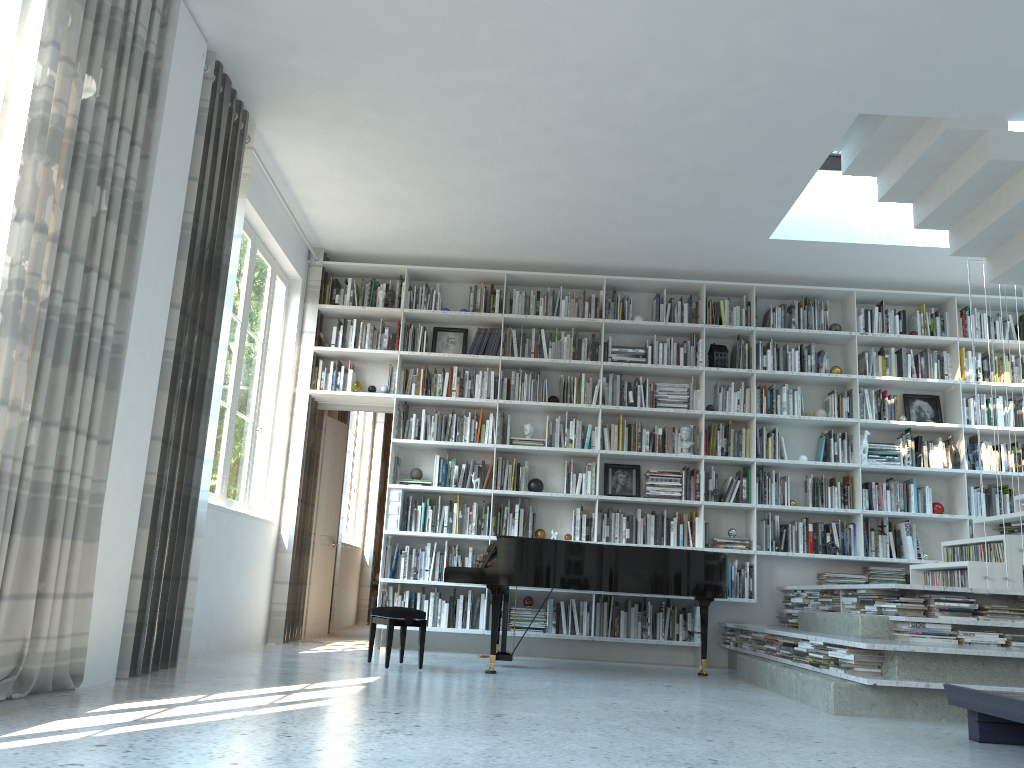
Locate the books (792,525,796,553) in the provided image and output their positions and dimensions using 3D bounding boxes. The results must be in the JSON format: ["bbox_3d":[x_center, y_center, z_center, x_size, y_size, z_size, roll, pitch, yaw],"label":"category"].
[{"bbox_3d":[2.264,1.266,7.195,0.024,0.227,0.160,3,-13,1],"label":"books"}]

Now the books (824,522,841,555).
[{"bbox_3d":[2.595,1.263,7.184,0.070,0.266,0.186,3,-13,1],"label":"books"}]

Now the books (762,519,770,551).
[{"bbox_3d":[2.048,1.233,7.180,0.023,0.261,0.187,3,-13,1],"label":"books"}]

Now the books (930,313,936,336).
[{"bbox_3d":[3.558,-0.462,7.559,0.018,0.234,0.186,3,-13,1],"label":"books"}]

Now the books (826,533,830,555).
[{"bbox_3d":[2.536,1.302,7.179,0.025,0.180,0.169,3,-13,1],"label":"books"}]

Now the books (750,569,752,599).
[{"bbox_3d":[1.877,1.585,7.026,0.013,0.232,0.149,3,-13,1],"label":"books"}]

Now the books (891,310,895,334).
[{"bbox_3d":[3.227,-0.486,7.579,0.021,0.253,0.151,3,-13,1],"label":"books"}]

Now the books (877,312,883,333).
[{"bbox_3d":[3.121,-0.481,7.576,0.030,0.230,0.148,3,-13,1],"label":"books"}]

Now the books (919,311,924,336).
[{"bbox_3d":[3.464,-0.474,7.570,0.016,0.251,0.189,3,-13,1],"label":"books"}]

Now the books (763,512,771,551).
[{"bbox_3d":[2.066,1.208,7.187,0.010,0.315,0.187,3,-13,1],"label":"books"}]

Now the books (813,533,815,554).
[{"bbox_3d":[2.419,1.270,7.195,0.025,0.237,0.157,3,-13,1],"label":"books"}]

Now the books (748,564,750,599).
[{"bbox_3d":[1.864,1.569,7.044,0.015,0.270,0.158,3,-13,1],"label":"books"}]

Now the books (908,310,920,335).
[{"bbox_3d":[3.430,-0.479,7.563,0.019,0.255,0.169,3,-13,1],"label":"books"}]

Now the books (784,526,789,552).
[{"bbox_3d":[2.217,1.268,7.189,0.011,0.216,0.176,3,-13,1],"label":"books"}]

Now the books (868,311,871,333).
[{"bbox_3d":[3.018,-0.487,7.575,0.024,0.230,0.169,3,-13,1],"label":"books"}]

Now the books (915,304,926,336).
[{"bbox_3d":[3.494,-0.506,7.577,0.007,0.320,0.166,3,-13,1],"label":"books"}]

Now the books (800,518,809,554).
[{"bbox_3d":[2.371,1.237,7.185,0.012,0.292,0.175,3,-13,1],"label":"books"}]

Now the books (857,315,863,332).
[{"bbox_3d":[2.942,-0.471,7.557,0.022,0.182,0.190,3,-13,1],"label":"books"}]

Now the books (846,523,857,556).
[{"bbox_3d":[2.752,1.268,7.182,0.025,0.272,0.171,3,-13,1],"label":"books"}]

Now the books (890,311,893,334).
[{"bbox_3d":[3.205,-0.480,7.569,0.022,0.235,0.172,3,-13,1],"label":"books"}]

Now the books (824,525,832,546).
[{"bbox_3d":[2.556,1.271,7.189,0.012,0.248,0.165,3,-13,1],"label":"books"}]

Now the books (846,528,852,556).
[{"bbox_3d":[2.701,1.286,7.172,0.025,0.227,0.176,3,-13,1],"label":"books"}]

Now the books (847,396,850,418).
[{"bbox_3d":[2.792,0.224,7.428,0.013,0.220,0.156,3,-13,1],"label":"books"}]

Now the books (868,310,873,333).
[{"bbox_3d":[3.045,-0.490,7.594,0.027,0.249,0.140,3,-13,1],"label":"books"}]

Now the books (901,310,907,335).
[{"bbox_3d":[3.318,-0.484,7.575,0.030,0.257,0.165,3,-13,1],"label":"books"}]

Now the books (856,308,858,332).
[{"bbox_3d":[2.926,-0.505,7.594,0.014,0.263,0.140,3,-13,1],"label":"books"}]

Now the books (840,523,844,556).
[{"bbox_3d":[2.654,1.269,7.194,0.021,0.264,0.150,3,-13,1],"label":"books"}]

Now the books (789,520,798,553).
[{"bbox_3d":[2.284,1.247,7.197,0.014,0.267,0.172,3,-13,1],"label":"books"}]

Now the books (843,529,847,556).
[{"bbox_3d":[2.669,1.289,7.176,0.013,0.219,0.169,3,-13,1],"label":"books"}]

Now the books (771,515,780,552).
[{"bbox_3d":[2.123,1.222,7.183,0.030,0.293,0.189,3,-13,1],"label":"books"}]

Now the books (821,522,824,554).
[{"bbox_3d":[2.491,1.261,7.193,0.026,0.262,0.170,3,-13,1],"label":"books"}]

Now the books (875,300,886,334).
[{"bbox_3d":[3.146,-0.531,7.576,0.014,0.331,0.181,3,-13,1],"label":"books"}]

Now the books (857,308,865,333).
[{"bbox_3d":[2.968,-0.500,7.575,0.025,0.250,0.178,3,-13,1],"label":"books"}]

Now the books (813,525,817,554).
[{"bbox_3d":[2.442,1.270,7.201,0.021,0.242,0.131,3,-13,1],"label":"books"}]

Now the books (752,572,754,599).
[{"bbox_3d":[1.889,1.602,7.035,0.012,0.205,0.161,3,-13,1],"label":"books"}]

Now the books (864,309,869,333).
[{"bbox_3d":[2.993,-0.495,7.569,0.026,0.241,0.185,3,-13,1],"label":"books"}]

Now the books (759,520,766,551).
[{"bbox_3d":[2.030,1.241,7.199,0.012,0.253,0.161,3,-13,1],"label":"books"}]

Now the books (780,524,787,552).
[{"bbox_3d":[2.179,1.259,7.190,0.065,0.231,0.162,3,-13,1],"label":"books"}]

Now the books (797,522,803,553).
[{"bbox_3d":[2.315,1.254,7.184,0.025,0.252,0.182,3,-13,1],"label":"books"}]

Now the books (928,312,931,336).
[{"bbox_3d":[3.541,-0.469,7.583,0.017,0.256,0.147,3,-13,1],"label":"books"}]

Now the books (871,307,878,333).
[{"bbox_3d":[3.083,-0.506,7.580,0.048,0.277,0.150,3,-13,1],"label":"books"}]

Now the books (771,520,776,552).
[{"bbox_3d":[2.096,1.239,7.180,0.023,0.255,0.178,3,-13,1],"label":"books"}]

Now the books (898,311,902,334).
[{"bbox_3d":[3.297,-0.480,7.588,0.012,0.253,0.161,3,-13,1],"label":"books"}]

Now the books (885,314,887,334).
[{"bbox_3d":[3.165,-0.471,7.587,0.030,0.220,0.133,3,-13,1],"label":"books"}]

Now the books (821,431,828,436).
[{"bbox_3d":[2.603,0.541,7.367,0.016,0.289,0.135,3,-13,1],"label":"books"}]

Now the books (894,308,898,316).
[{"bbox_3d":[3.268,-0.493,7.594,0.012,0.278,0.153,3,-13,1],"label":"books"}]

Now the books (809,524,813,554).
[{"bbox_3d":[2.392,1.262,7.182,0.031,0.243,0.185,3,-13,1],"label":"books"}]

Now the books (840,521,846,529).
[{"bbox_3d":[2.684,1.265,7.208,0.012,0.281,0.144,3,-13,1],"label":"books"}]

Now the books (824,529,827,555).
[{"bbox_3d":[2.514,1.288,7.189,0.022,0.210,0.136,3,-13,1],"label":"books"}]

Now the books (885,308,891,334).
[{"bbox_3d":[3.187,-0.494,7.571,0.014,0.261,0.168,3,-13,1],"label":"books"}]

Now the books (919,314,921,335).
[{"bbox_3d":[3.443,-0.461,7.562,0.008,0.220,0.183,3,-13,1],"label":"books"}]

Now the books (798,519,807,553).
[{"bbox_3d":[2.359,1.245,7.205,0.012,0.284,0.160,3,-13,1],"label":"books"}]

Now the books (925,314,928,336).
[{"bbox_3d":[3.498,-0.461,7.558,0.007,0.225,0.170,3,-13,1],"label":"books"}]

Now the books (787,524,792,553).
[{"bbox_3d":[2.238,1.263,7.200,0.029,0.234,0.142,3,-13,1],"label":"books"}]

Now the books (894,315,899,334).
[{"bbox_3d":[3.248,-0.463,7.560,0.024,0.201,0.190,3,-13,1],"label":"books"}]

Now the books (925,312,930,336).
[{"bbox_3d":[3.516,-0.470,7.568,0.031,0.248,0.165,3,-13,1],"label":"books"}]

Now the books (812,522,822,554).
[{"bbox_3d":[2.466,1.258,7.187,0.026,0.262,0.174,3,-13,1],"label":"books"}]

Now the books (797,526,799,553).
[{"bbox_3d":[2.296,1.272,7.197,0.012,0.221,0.153,3,-13,1],"label":"books"}]

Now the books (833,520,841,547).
[{"bbox_3d":[2.637,1.254,7.196,0.013,0.293,0.135,3,-13,1],"label":"books"}]

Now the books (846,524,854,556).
[{"bbox_3d":[2.727,1.274,7.181,0.026,0.257,0.157,3,-13,1],"label":"books"}]
